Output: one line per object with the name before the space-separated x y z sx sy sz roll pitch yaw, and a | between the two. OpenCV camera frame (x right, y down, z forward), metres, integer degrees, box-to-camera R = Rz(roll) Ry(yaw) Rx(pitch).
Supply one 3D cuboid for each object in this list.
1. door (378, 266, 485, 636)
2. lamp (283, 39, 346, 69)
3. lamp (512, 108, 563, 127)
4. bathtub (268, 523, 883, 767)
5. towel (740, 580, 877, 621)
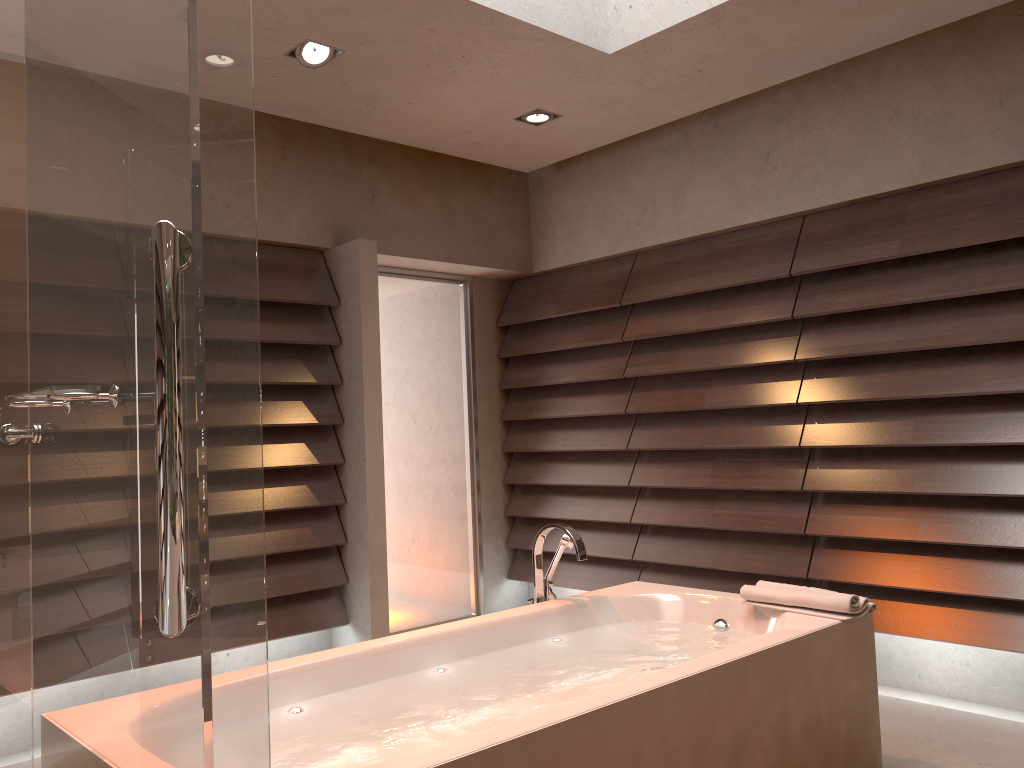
door | -0.599 0.358 4.906 1.007 2.000 0.090 0 -4 -42
lamp | -0.732 -1.241 3.287 0.165 0.110 0.170 0 -4 -42
lamp | 0.116 -1.240 4.060 0.165 0.051 0.170 0 -4 -42
bathtub | -0.001 0.816 2.308 2.000 0.761 0.994 0 -4 -42
towel | 0.884 0.645 2.684 0.159 0.068 0.396 0 -4 -36
